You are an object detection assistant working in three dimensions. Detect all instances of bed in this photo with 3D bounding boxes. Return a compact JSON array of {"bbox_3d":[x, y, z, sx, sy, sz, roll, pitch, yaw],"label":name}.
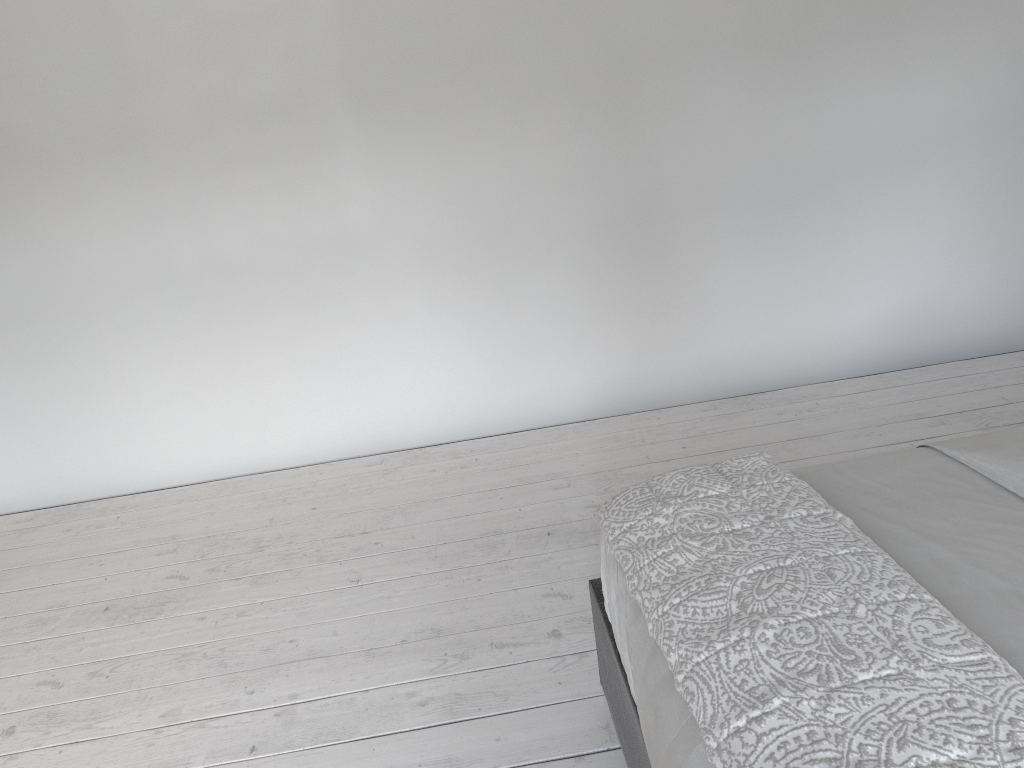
[{"bbox_3d":[1.257,0.253,1.128,2.176,1.167,1.890,-9,18,-4],"label":"bed"}]

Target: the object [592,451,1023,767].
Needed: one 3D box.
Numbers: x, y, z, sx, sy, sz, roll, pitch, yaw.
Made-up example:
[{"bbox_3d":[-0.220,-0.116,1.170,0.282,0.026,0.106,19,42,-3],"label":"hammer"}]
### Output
[{"bbox_3d":[0.427,0.404,1.091,0.405,0.104,1.461,-9,18,-4],"label":"object"}]
